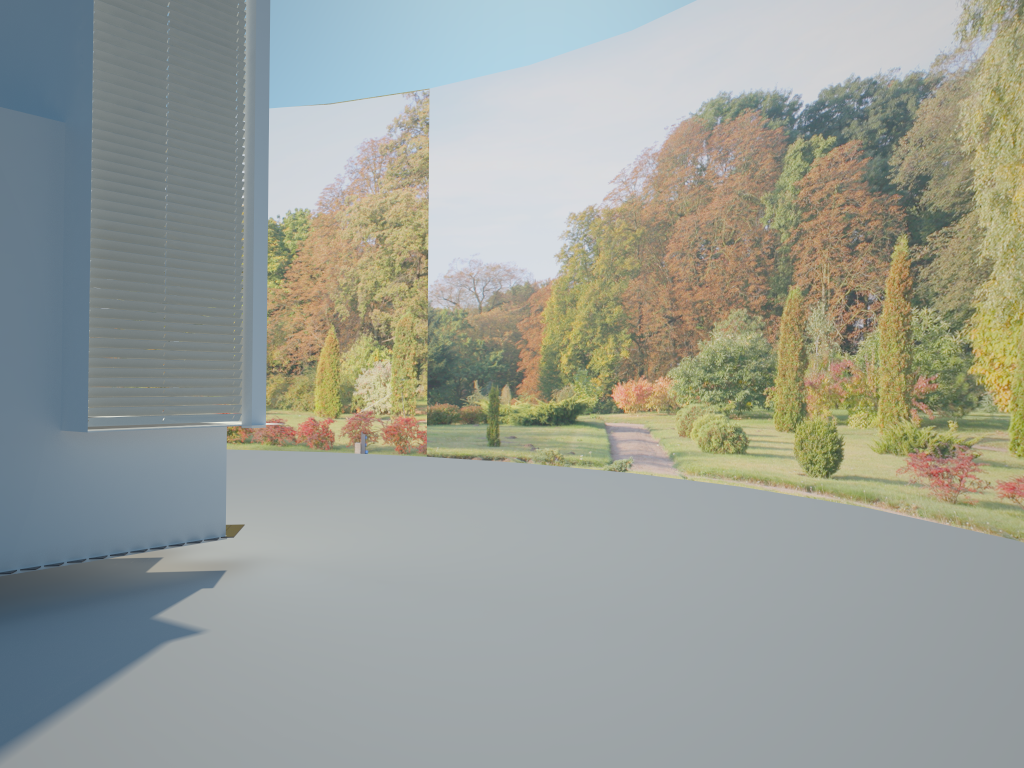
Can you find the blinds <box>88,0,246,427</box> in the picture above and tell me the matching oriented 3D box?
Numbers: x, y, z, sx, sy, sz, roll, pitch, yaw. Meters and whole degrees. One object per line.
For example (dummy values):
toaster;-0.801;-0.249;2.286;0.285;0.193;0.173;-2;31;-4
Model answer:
blinds;-3.196;-1.870;7.230;1.219;4.266;3.917;1;-1;-35
